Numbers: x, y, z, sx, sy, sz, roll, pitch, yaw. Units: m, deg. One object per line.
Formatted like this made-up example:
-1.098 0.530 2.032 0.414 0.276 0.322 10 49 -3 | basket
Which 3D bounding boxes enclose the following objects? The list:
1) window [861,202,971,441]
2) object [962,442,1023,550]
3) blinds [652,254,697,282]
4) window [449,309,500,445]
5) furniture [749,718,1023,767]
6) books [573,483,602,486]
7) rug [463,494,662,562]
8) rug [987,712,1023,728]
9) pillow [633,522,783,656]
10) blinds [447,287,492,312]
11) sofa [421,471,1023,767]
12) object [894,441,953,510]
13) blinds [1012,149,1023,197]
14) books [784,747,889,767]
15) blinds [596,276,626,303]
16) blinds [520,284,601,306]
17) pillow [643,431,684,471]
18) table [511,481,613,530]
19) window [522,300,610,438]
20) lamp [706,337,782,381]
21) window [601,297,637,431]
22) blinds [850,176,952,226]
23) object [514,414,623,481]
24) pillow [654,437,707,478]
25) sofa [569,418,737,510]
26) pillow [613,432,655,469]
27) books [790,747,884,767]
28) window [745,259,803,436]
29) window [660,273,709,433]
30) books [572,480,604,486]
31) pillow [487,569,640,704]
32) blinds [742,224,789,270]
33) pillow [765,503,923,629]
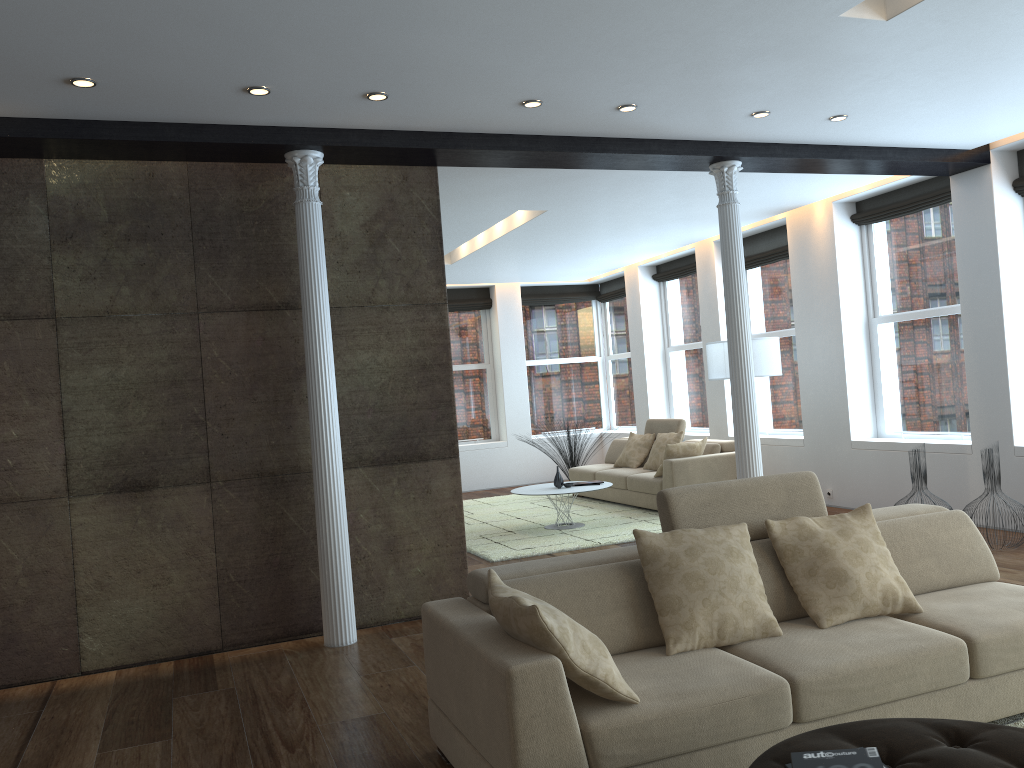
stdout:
3.768 -0.617 8.079 0.123 2.400 1.391 -4 -1 -21 | window
3.505 0.802 6.456 0.458 0.781 0.458 -4 -1 -22 | object
2.264 -1.546 11.676 0.156 0.275 1.442 -4 -1 -21 | blinds
-0.941 -0.208 13.193 1.420 2.400 0.123 -4 -1 -21 | window
1.087 1.142 2.111 1.057 0.355 1.057 -4 -1 -19 | furniture
0.757 1.010 8.952 0.300 0.010 0.220 -5 -1 14 | books
0.473 1.448 9.864 2.972 0.020 4.231 -4 -1 -21 | rug
1.915 1.269 2.443 4.231 0.020 2.972 -4 -1 -21 | rug
0.762 0.771 3.447 0.534 0.439 0.301 -4 -1 -17 | pillow
-0.988 -1.238 13.115 1.422 0.363 0.156 -4 -1 -21 | blinds
1.014 0.882 3.524 2.581 0.950 1.021 -4 -1 -21 | sofa
3.138 0.834 6.815 0.458 0.781 0.458 -4 -1 -22 | object
4.257 -1.688 6.367 0.183 0.395 1.431 -4 -1 -21 | blinds
0.838 0.984 2.193 0.219 0.031 0.300 -4 -1 -6 | books
1.624 -1.454 13.373 0.156 0.327 1.377 -4 -1 -21 | blinds
0.719 -1.389 13.765 1.442 0.312 0.155 -4 -1 -21 | blinds
1.715 0.758 10.068 0.301 0.439 0.534 -4 -1 -24 | pillow
0.510 1.230 8.866 1.022 0.393 1.022 -5 -1 24 | table
0.783 -0.334 13.842 1.474 2.400 0.123 -4 -1 -21 | window
2.307 0.436 8.629 0.698 1.728 0.698 -4 -1 3 | lamp
5.380 -0.011 21.323 34.761 17.917 13.698 -4 -1 -21 | window
3.627 -1.684 8.067 0.156 0.275 1.396 -4 -1 -21 | blinds
0.782 0.927 11.919 1.119 1.014 1.125 -4 -1 -34 | object
1.763 0.769 9.272 0.518 0.393 0.395 -4 -1 -24 | pillow
1.624 0.897 10.300 1.018 0.950 2.581 -4 -1 -21 | sofa
1.483 0.792 10.647 0.368 0.416 0.519 -4 -1 -25 | pillow
0.812 0.979 2.199 0.220 0.040 0.301 -5 -1 14 | books
3.038 -0.543 10.012 0.123 2.400 1.345 -4 -1 -21 | window
2.404 -0.479 11.690 0.123 2.400 1.444 -4 -1 -21 | window
0.762 1.000 8.977 0.300 0.010 0.220 -4 -1 -6 | books
0.139 0.836 2.955 0.395 0.393 0.518 -4 -1 -17 | pillow
2.901 -1.551 10.000 0.156 0.393 1.342 -4 -1 -21 | blinds
1.350 0.738 3.657 0.519 0.416 0.368 -4 -1 -16 | pillow
